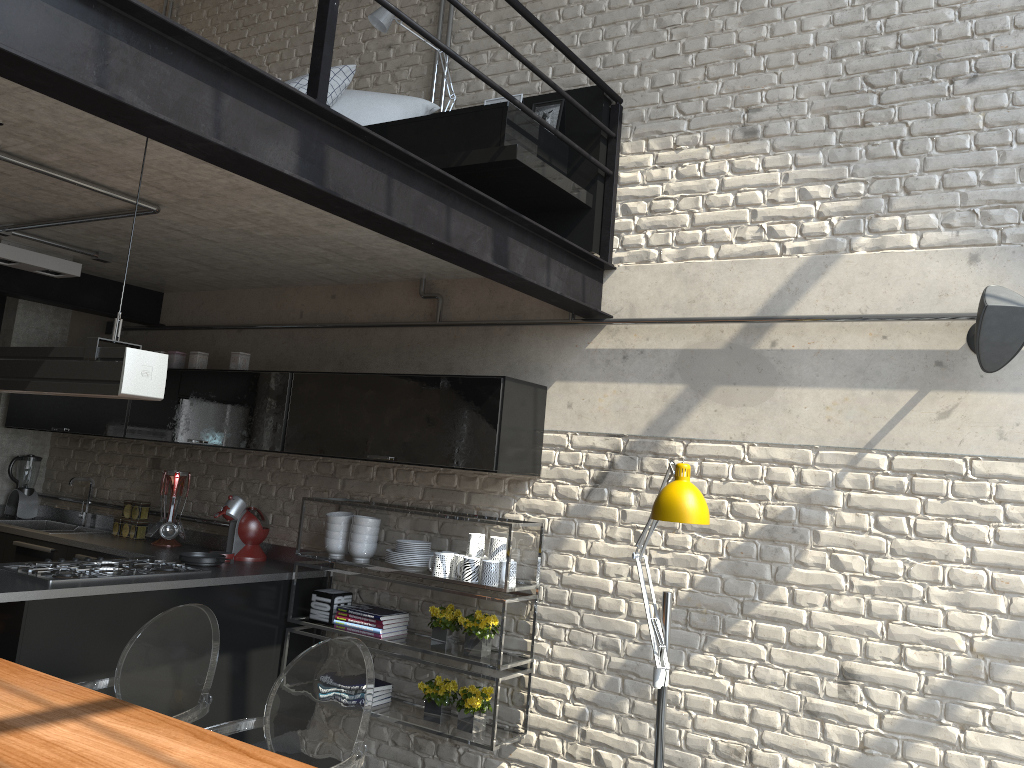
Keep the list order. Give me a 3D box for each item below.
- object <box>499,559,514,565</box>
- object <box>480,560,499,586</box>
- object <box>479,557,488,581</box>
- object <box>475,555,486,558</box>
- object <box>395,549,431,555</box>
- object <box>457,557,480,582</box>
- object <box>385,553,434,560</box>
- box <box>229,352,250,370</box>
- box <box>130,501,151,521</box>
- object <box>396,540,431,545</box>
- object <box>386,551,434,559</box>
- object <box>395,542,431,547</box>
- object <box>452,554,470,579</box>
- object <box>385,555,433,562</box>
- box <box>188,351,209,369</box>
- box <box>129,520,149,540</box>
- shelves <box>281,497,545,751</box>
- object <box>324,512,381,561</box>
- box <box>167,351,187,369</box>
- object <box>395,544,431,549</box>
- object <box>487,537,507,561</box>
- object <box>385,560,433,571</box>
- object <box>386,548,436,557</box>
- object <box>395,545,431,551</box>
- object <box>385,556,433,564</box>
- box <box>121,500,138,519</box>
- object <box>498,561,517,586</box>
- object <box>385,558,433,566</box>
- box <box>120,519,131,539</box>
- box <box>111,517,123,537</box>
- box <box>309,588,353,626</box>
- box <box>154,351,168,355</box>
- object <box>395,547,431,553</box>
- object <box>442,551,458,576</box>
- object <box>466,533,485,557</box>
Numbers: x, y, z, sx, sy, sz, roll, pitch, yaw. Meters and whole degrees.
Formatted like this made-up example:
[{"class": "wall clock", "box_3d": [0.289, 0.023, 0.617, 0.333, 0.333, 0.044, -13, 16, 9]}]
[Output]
[{"class": "object", "box_3d": [-0.038, 0.852, 4.053, 0.082, 0.101, 0.108, 8, -8, -23]}, {"class": "object", "box_3d": [-0.093, 0.834, 3.917, 0.083, 0.101, 0.107, 2, -8, 21]}, {"class": "object", "box_3d": [-0.123, 0.841, 4.016, 0.108, 0.101, 0.083, 12, -10, -43]}, {"class": "object", "box_3d": [-0.155, 0.849, 4.120, 0.083, 0.101, 0.107, 0, -8, 31]}, {"class": "object", "box_3d": [-0.476, 0.810, 4.224, 0.171, 0.030, 0.169, 1, -7, 37]}, {"class": "object", "box_3d": [-0.190, 0.832, 3.978, 0.082, 0.101, 0.108, 8, -8, -23]}, {"class": "object", "box_3d": [-0.479, 0.832, 4.220, 0.251, 0.031, 0.249, 5, -6, 1]}, {"class": "box", "box_3d": [-1.521, -0.121, 4.942, 0.081, 0.112, 0.080, 0, -9, 32]}, {"class": "box", "box_3d": [-2.233, 0.764, 5.320, 0.081, 0.112, 0.080, 1, -9, 27]}, {"class": "object", "box_3d": [-0.472, 0.767, 4.231, 0.171, 0.030, 0.169, 1, -7, 37]}, {"class": "object", "box_3d": [-0.478, 0.824, 4.222, 0.251, 0.031, 0.249, 5, -6, 1]}, {"class": "object", "box_3d": [-0.473, 0.776, 4.229, 0.171, 0.030, 0.169, 1, -7, 37]}, {"class": "object", "box_3d": [-0.226, 0.837, 4.064, 0.083, 0.101, 0.107, 2, -8, 21]}, {"class": "object", "box_3d": [-0.479, 0.840, 4.219, 0.251, 0.031, 0.249, 5, -6, 1]}, {"class": "box", "box_3d": [-1.816, -0.130, 5.122, 0.081, 0.112, 0.080, 0, -9, 32]}, {"class": "box", "box_3d": [-2.225, 0.872, 5.276, 0.081, 0.112, 0.080, -2, -10, 42]}, {"class": "shelves", "box_3d": [-0.494, 1.065, 4.191, 1.250, 0.935, 0.285, 1, -10, 32]}, {"class": "object", "box_3d": [-0.809, 0.763, 4.458, 0.310, 0.219, 0.149, 1, -9, 29]}, {"class": "box", "box_3d": [-1.981, -0.135, 5.221, 0.081, 0.112, 0.080, 0, -9, 32]}, {"class": "object", "box_3d": [-0.473, 0.784, 4.228, 0.171, 0.030, 0.169, 1, -7, 37]}, {"class": "object", "box_3d": [-0.061, 0.743, 3.990, 0.083, 0.101, 0.107, 2, -8, 21]}, {"class": "object", "box_3d": [-0.481, 0.864, 4.215, 0.251, 0.031, 0.249, 5, -6, 1]}, {"class": "object", "box_3d": [-0.477, 0.816, 4.223, 0.251, 0.031, 0.249, 5, -6, 1]}, {"class": "object", "box_3d": [-0.474, 0.793, 4.227, 0.171, 0.030, 0.169, 1, -7, 37]}, {"class": "object", "box_3d": [-0.480, 0.848, 4.218, 0.251, 0.031, 0.249, 5, -6, 1]}, {"class": "box", "box_3d": [-2.306, 0.762, 5.365, 0.081, 0.112, 0.080, 4, -8, 7]}, {"class": "object", "box_3d": [-0.029, 0.843, 3.951, 0.108, 0.101, 0.083, 12, -10, -43]}, {"class": "object", "box_3d": [-0.481, 0.856, 4.217, 0.251, 0.031, 0.249, 5, -6, 1]}, {"class": "box", "box_3d": [-2.291, 0.870, 5.321, 0.081, 0.112, 0.080, 1, -9, 27]}, {"class": "box", "box_3d": [-2.366, 0.868, 5.364, 0.081, 0.112, 0.080, -1, -10, 37]}, {"class": "box", "box_3d": [-0.904, 1.111, 4.415, 0.150, 0.151, 0.149, 0, -9, 32]}, {"class": "box", "box_3d": [-2.097, -0.138, 5.293, 0.081, 0.112, 0.080, 0, -9, 32]}, {"class": "object", "box_3d": [-0.475, 0.801, 4.225, 0.171, 0.030, 0.169, 1, -7, 37]}, {"class": "object", "box_3d": [-0.300, 0.838, 4.142, 0.082, 0.101, 0.108, 8, -8, -23]}, {"class": "object", "box_3d": [-0.175, 0.739, 4.062, 0.108, 0.101, 0.083, 12, -10, -43]}]
